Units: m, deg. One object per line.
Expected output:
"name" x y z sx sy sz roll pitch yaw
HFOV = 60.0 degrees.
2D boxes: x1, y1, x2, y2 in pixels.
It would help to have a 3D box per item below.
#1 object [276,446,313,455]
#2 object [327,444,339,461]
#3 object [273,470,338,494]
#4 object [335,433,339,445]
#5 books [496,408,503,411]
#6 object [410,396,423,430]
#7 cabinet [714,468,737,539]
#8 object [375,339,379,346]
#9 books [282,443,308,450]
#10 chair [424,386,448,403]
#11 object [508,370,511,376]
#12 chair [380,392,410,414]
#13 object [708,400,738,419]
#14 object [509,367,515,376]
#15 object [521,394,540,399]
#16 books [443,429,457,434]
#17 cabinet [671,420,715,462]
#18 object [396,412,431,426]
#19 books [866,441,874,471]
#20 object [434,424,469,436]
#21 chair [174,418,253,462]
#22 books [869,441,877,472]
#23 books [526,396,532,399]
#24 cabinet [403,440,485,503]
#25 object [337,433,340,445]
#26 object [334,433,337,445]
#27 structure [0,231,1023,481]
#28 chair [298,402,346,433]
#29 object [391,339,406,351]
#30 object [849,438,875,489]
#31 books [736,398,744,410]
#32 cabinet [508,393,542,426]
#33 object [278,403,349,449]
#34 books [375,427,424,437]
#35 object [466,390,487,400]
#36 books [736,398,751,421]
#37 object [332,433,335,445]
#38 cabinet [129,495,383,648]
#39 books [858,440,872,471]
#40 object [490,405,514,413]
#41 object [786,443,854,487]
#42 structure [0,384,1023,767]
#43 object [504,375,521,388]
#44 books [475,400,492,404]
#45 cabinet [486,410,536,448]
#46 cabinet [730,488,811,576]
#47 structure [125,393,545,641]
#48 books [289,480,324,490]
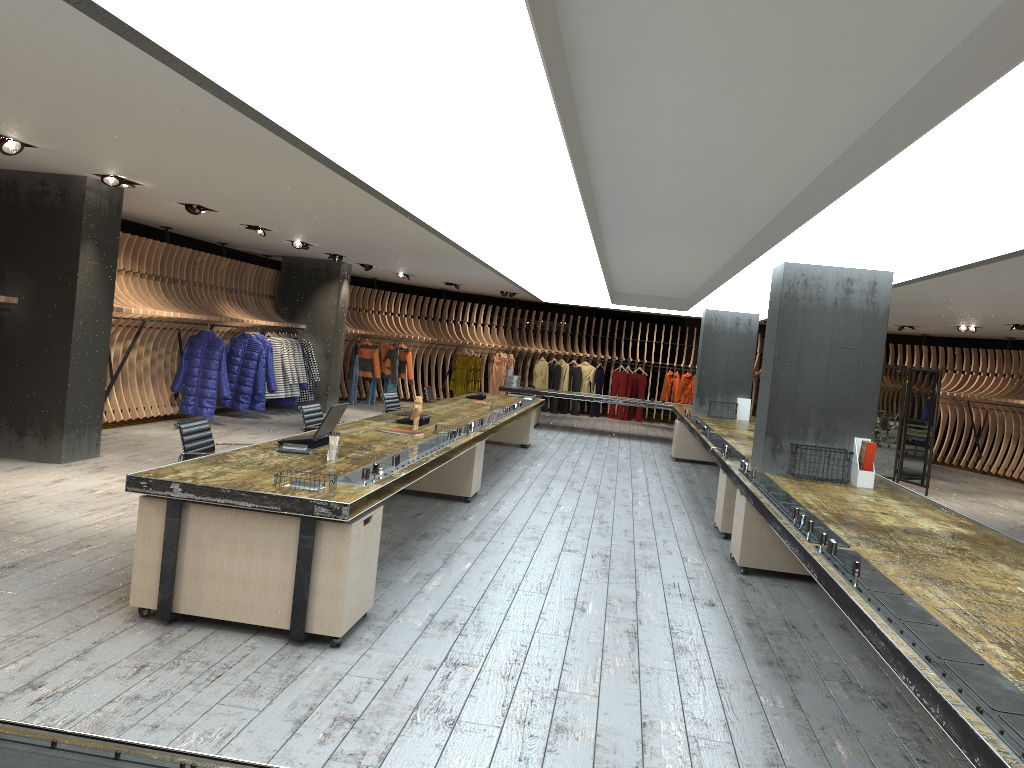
"object" -1.430 0.437 5.838 0.213 0.019 0.219 6 3 -8
"object" -1.136 0.437 5.625 0.062 0.111 0.061 8 2 41
"object" -1.067 0.510 4.595 0.302 0.074 0.217 6 2 2
"object" -1.116 0.394 5.610 0.030 0.170 0.007 6 2 1
"books" -0.121 0.328 11.117 0.155 0.025 0.110 6 2 2
"object" -0.852 0.262 7.935 0.097 0.300 0.321 6 2 -9
"cabinet" 2.564 1.184 8.474 1.132 0.630 0.593 6 2 7
"object" -2.929 -0.885 19.151 0.023 0.243 0.549 6 2 4
"books" -1.451 0.414 5.878 0.186 0.027 0.112 6 3 -8
"chair" -1.013 0.491 13.007 0.667 0.859 0.694 6 2 -7
"object" -0.061 -0.222 17.610 0.062 0.109 0.062 5 2 -27
"chair" -1.286 0.560 10.813 0.667 0.859 0.693 6 2 3
"object" 3.487 0.434 14.648 0.459 0.289 0.330 6 2 10
"object" 0.053 -0.219 17.682 0.262 0.204 0.088 6 2 6
"object" 0.302 0.212 14.472 0.302 0.074 0.217 6 2 2
"books" -0.535 0.427 7.925 0.155 0.025 0.110 6 2 2
"cabinet" 3.218 0.983 14.495 1.132 0.630 0.593 6 2 7
"object" -0.940 0.335 8.489 0.262 0.088 0.373 6 3 7
"books" 2.917 0.657 7.320 0.048 0.368 0.215 6 2 7
"object" -0.537 0.417 7.928 0.302 0.074 0.217 6 2 2
"chair" -1.958 0.702 6.048 0.667 0.859 0.694 6 2 -7
"books" 2.938 0.659 7.318 0.048 0.368 0.215 6 2 7
"books" 0.304 0.223 14.469 0.155 0.025 0.110 6 2 2
"cabinet" -0.899 0.793 9.082 1.132 0.630 0.593 6 2 7
"object" -1.112 0.394 5.619 0.030 0.170 0.007 5 2 -26
"object" -1.124 0.394 5.604 0.030 0.170 0.007 7 2 28
"structure" 1.275 0.227 4.970 14.885 2.438 36.567 6 3 7
"chair" -1.657 0.638 8.194 0.667 0.859 0.694 6 2 -2
"object" -2.603 -0.873 19.646 0.549 0.243 0.023 5 2 -16
"object" 2.902 0.649 7.316 0.129 0.382 0.240 6 2 7
"books" 3.862 0.424 14.828 0.215 0.368 0.047 6 2 7
"cabinet" 0.241 0.518 17.916 0.593 0.630 1.132 6 2 7
"object" -1.382 0.276 6.191 0.365 0.316 0.373 6 2 7
"books" -0.956 0.405 7.556 0.366 0.026 0.213 7 3 18
"object" -0.520 0.164 13.040 0.261 0.111 0.373 6 2 7
"books" 3.853 0.427 14.758 0.215 0.368 0.073 6 2 7
"object" -1.134 0.393 5.602 0.007 0.170 0.030 5 2 -36
"cabinet" -1.345 0.939 4.765 1.132 0.630 0.593 6 2 7
"books" 2.895 0.654 7.323 0.048 0.368 0.215 6 2 7
"object" -0.123 0.316 11.120 0.302 0.071 0.209 6 2 2
"object" 2.539 0.663 7.306 0.459 0.289 0.330 6 2 5
"structure" 1.059 0.890 9.113 4.837 0.844 18.482 6 3 7
"object" 0.004 -0.047 17.746 0.303 0.239 0.498 6 2 8
"books" -0.397 0.250 12.340 0.213 0.026 0.366 6 3 8
"cabinet" -0.236 0.632 14.246 1.132 0.630 0.593 6 2 7
"cabinet" 2.391 1.225 7.132 1.132 0.630 0.593 6 2 7
"structure" -0.725 0.683 9.557 1.162 0.844 10.455 6 3 7
"books" -1.065 0.520 4.592 0.155 0.025 0.110 6 2 2
